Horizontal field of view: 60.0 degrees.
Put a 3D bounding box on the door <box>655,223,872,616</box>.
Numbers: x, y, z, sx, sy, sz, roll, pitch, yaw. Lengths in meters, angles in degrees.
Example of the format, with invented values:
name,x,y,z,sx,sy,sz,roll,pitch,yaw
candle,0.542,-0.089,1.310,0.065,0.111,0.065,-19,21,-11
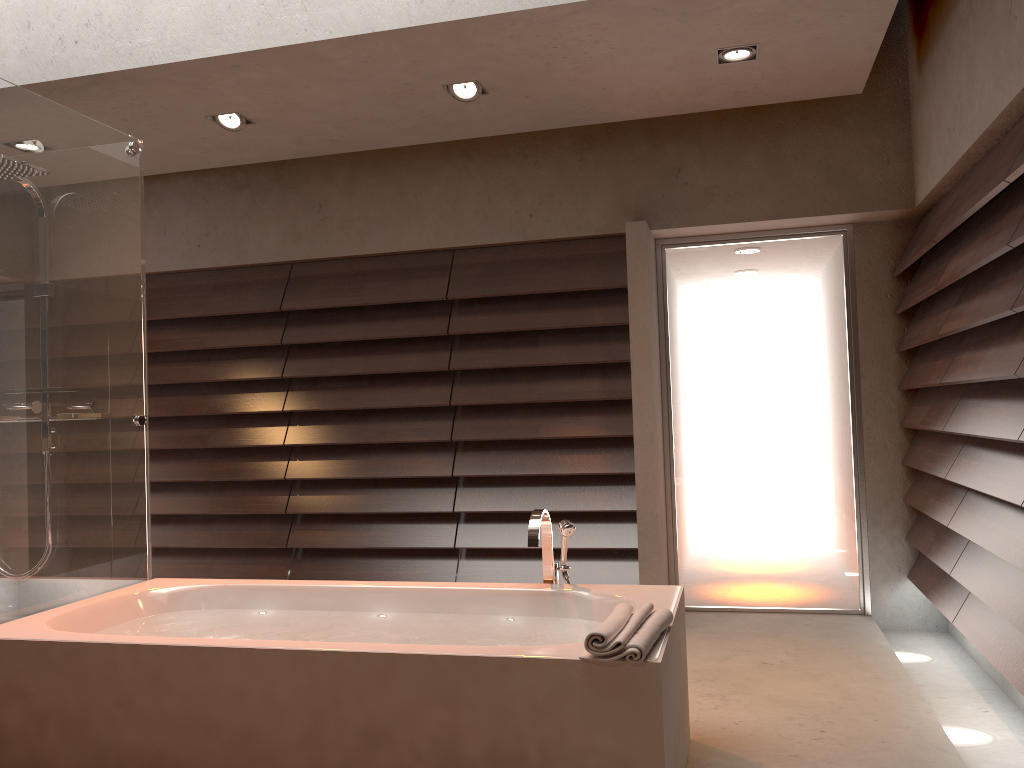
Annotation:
name,x,y,z,sx,sy,sz,roll,pitch,yaw
door,1.309,0.196,4.686,1.007,2.000,0.090,-2,-2,14

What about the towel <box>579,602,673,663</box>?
name,x,y,z,sx,sy,sz,roll,pitch,yaw
towel,0.294,0.615,2.234,0.159,0.068,0.396,-3,-2,20

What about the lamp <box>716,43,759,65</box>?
name,x,y,z,sx,sy,sz,roll,pitch,yaw
lamp,0.907,-1.349,3.576,0.165,0.051,0.170,-2,-2,14

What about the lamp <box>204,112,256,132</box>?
name,x,y,z,sx,sy,sz,roll,pitch,yaw
lamp,-1.315,-1.248,4.141,0.165,0.110,0.170,-2,-2,14

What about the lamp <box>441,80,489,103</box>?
name,x,y,z,sx,sy,sz,roll,pitch,yaw
lamp,-0.203,-1.295,3.858,0.165,0.110,0.170,-2,-2,14

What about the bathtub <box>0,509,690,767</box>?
name,x,y,z,sx,sy,sz,roll,pitch,yaw
bathtub,-0.498,0.816,2.771,2.000,0.761,0.994,-2,-2,14
